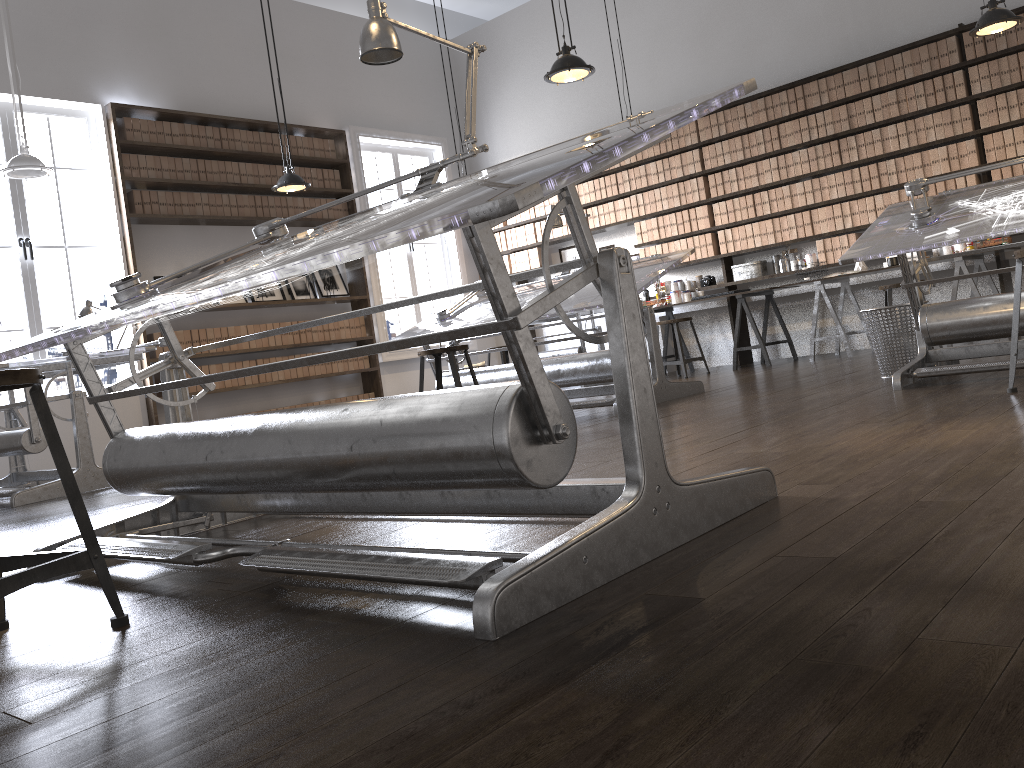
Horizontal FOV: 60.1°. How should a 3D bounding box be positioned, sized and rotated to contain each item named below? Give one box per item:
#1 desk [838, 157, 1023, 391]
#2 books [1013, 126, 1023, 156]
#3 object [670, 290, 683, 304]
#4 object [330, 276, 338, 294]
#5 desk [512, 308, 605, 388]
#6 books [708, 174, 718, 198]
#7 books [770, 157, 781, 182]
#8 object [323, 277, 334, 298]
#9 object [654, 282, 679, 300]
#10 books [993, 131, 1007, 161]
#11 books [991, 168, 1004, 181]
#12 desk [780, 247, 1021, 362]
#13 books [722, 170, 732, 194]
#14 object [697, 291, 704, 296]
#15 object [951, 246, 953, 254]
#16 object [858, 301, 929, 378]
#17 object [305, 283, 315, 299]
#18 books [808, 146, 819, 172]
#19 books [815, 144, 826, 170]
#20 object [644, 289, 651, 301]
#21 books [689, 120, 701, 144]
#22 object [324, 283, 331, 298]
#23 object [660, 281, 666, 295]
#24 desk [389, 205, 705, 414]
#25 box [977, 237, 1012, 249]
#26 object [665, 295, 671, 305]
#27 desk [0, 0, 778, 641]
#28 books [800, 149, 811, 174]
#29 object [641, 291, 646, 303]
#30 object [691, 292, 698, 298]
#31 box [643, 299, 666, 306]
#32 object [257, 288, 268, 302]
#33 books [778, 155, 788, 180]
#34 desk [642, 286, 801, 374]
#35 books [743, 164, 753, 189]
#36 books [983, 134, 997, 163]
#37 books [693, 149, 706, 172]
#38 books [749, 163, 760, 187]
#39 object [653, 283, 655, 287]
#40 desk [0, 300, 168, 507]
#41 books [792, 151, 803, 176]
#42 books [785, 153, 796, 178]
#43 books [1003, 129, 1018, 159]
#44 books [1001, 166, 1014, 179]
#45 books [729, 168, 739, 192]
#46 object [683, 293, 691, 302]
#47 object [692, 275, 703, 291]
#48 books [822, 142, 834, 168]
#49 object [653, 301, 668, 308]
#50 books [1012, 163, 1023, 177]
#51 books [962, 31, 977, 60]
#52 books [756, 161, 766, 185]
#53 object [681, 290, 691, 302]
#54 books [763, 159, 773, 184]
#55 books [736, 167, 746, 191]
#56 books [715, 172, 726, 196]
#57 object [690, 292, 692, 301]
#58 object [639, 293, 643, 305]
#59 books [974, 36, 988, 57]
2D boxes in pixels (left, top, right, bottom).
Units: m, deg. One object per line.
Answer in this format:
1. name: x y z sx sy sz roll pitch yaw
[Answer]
1. desk: 2.614 -0.794 3.828 2.061 1.388 1.080 -8 0 41
2. books: 3.915 -1.851 6.788 0.066 0.226 0.175 -9 -1 41
3. object: 1.590 -0.831 8.569 0.104 0.142 0.104 -9 0 34
4. object: -1.822 -0.991 9.003 0.040 0.262 0.111 -9 -1 41
5. desk: 0.541 -0.511 9.309 1.264 1.099 1.075 -8 0 41
6. books: 1.965 -1.887 8.479 0.066 0.226 0.175 -9 -1 41
7. books: 2.432 -1.944 8.061 0.066 0.226 0.175 -9 -1 41
8. object: -1.850 -1.006 8.933 0.040 0.304 0.118 -9 -1 41
9. object: 1.552 -0.921 8.766 0.346 0.146 0.076 -9 0 -26
10. books: 3.810 -1.838 6.883 0.066 0.226 0.175 -9 -1 41
11. books: 3.812 -1.561 6.913 0.066 0.226 0.175 -9 -1 41
12. desk: 3.125 -0.606 7.100 1.662 0.670 0.658 -7 1 41
13. books: 2.076 -1.901 8.381 0.066 0.226 0.175 -9 -1 41
14. object: 1.819 -0.844 8.510 0.062 0.094 0.062 -8 0 0
15. object: 3.470 -1.043 7.019 0.045 0.101 0.044 -9 -1 41
16. object: 2.068 -0.233 4.742 0.354 0.378 0.352 -9 0 -27
17. object: -2.004 -0.955 8.736 0.040 0.260 0.124 -9 -1 41
18. books: 2.695 -1.976 7.827 0.066 0.226 0.175 -9 -1 41
19. books: 2.745 -1.982 7.789 0.066 0.226 0.175 -9 -1 41
20. object: 1.353 -0.853 8.878 0.069 0.230 0.068 -9 -1 38
21. books: 1.798 -2.423 8.556 0.066 0.226 0.175 -9 -1 41
22. object: -1.852 -0.933 8.863 0.040 0.166 0.066 -9 -1 41
23. object: 1.527 -0.971 8.992 0.050 0.140 0.051 -9 -1 39
24. desk: 0.116 -0.491 6.025 2.271 1.388 1.080 -8 1 41
25. box: 3.658 -1.120 6.728 0.211 0.207 0.138 -8 0 41
26. object: 1.517 -0.806 8.583 0.049 0.112 0.049 -9 -1 38
27. desk: -0.437 -0.292 2.282 2.061 1.388 1.080 -8 0 41
28. books: 2.641 -1.969 7.875 0.066 0.226 0.175 -9 -1 41
29. object: 1.297 -0.847 8.814 0.069 0.238 0.068 -9 -1 38
30. object: 1.753 -0.834 8.504 0.062 0.093 0.063 -8 0 0
31. box: 1.412 -0.785 8.711 0.211 0.083 0.138 -7 2 41
32. object: -2.371 -0.887 8.292 0.040 0.260 0.175 -9 -1 41
33. books: 2.487 -1.951 8.018 0.066 0.226 0.175 -9 -1 41
34. desk: 1.811 -0.446 8.257 1.662 0.670 0.658 -7 1 41
35. books: 2.234 -1.920 8.241 0.066 0.226 0.175 -9 -1 41
36. books: 3.759 -1.832 6.930 0.066 0.226 0.175 -9 -1 41
37. books: 1.834 -2.149 8.556 0.066 0.226 0.175 -9 -1 41
38. books: 2.280 -1.926 8.192 0.066 0.226 0.175 -9 -1 41
39. object: 1.421 -0.924 8.709 0.071 0.186 0.008 -9 -1 42
40. desk: -2.805 0.060 5.524 1.264 1.190 1.175 -8 0 41
41. books: 2.589 -1.963 7.925 0.066 0.226 0.175 -9 -1 41
42. books: 2.540 -1.957 7.973 0.066 0.226 0.175 -9 -1 41
43. books: 3.860 -1.844 6.834 0.066 0.226 0.175 -9 -1 41
44. books: 3.864 -1.568 6.860 0.066 0.226 0.175 -9 -1 41
45. books: 2.126 -1.907 8.331 0.066 0.226 0.175 -9 -1 41
46. object: 1.684 -0.824 8.507 0.062 0.094 0.062 -8 0 -9
47. object: 1.835 -0.985 8.704 0.107 0.162 0.236 -9 1 7
48. books: 2.795 -1.988 7.748 0.066 0.226 0.175 -9 -1 41
49. object: 1.411 -0.756 8.481 0.132 0.050 0.196 -9 2 -20
50. books: 3.923 -1.575 6.815 0.066 0.226 0.175 -9 -1 41
51. books: 3.618 -2.645 6.964 0.066 0.226 0.175 -9 -1 41
52. books: 2.333 -1.932 8.152 0.066 0.226 0.175 -9 -1 41
53. object: 1.697 -0.842 8.619 0.094 0.128 0.094 -8 0 -45
54. books: 2.379 -1.938 8.110 0.066 0.226 0.175 -9 -1 41
55. books: 2.181 -1.914 8.288 0.066 0.226 0.175 -9 -1 41
56. books: 2.016 -1.894 8.426 0.066 0.226 0.175 -9 -1 41
57. object: 1.724 -0.832 8.554 0.044 0.101 0.044 -9 -1 41
58. object: 1.251 -0.835 8.760 0.069 0.230 0.068 -9 -1 38
59. books: 3.669 -2.651 6.911 0.066 0.226 0.175 -9 -1 41
